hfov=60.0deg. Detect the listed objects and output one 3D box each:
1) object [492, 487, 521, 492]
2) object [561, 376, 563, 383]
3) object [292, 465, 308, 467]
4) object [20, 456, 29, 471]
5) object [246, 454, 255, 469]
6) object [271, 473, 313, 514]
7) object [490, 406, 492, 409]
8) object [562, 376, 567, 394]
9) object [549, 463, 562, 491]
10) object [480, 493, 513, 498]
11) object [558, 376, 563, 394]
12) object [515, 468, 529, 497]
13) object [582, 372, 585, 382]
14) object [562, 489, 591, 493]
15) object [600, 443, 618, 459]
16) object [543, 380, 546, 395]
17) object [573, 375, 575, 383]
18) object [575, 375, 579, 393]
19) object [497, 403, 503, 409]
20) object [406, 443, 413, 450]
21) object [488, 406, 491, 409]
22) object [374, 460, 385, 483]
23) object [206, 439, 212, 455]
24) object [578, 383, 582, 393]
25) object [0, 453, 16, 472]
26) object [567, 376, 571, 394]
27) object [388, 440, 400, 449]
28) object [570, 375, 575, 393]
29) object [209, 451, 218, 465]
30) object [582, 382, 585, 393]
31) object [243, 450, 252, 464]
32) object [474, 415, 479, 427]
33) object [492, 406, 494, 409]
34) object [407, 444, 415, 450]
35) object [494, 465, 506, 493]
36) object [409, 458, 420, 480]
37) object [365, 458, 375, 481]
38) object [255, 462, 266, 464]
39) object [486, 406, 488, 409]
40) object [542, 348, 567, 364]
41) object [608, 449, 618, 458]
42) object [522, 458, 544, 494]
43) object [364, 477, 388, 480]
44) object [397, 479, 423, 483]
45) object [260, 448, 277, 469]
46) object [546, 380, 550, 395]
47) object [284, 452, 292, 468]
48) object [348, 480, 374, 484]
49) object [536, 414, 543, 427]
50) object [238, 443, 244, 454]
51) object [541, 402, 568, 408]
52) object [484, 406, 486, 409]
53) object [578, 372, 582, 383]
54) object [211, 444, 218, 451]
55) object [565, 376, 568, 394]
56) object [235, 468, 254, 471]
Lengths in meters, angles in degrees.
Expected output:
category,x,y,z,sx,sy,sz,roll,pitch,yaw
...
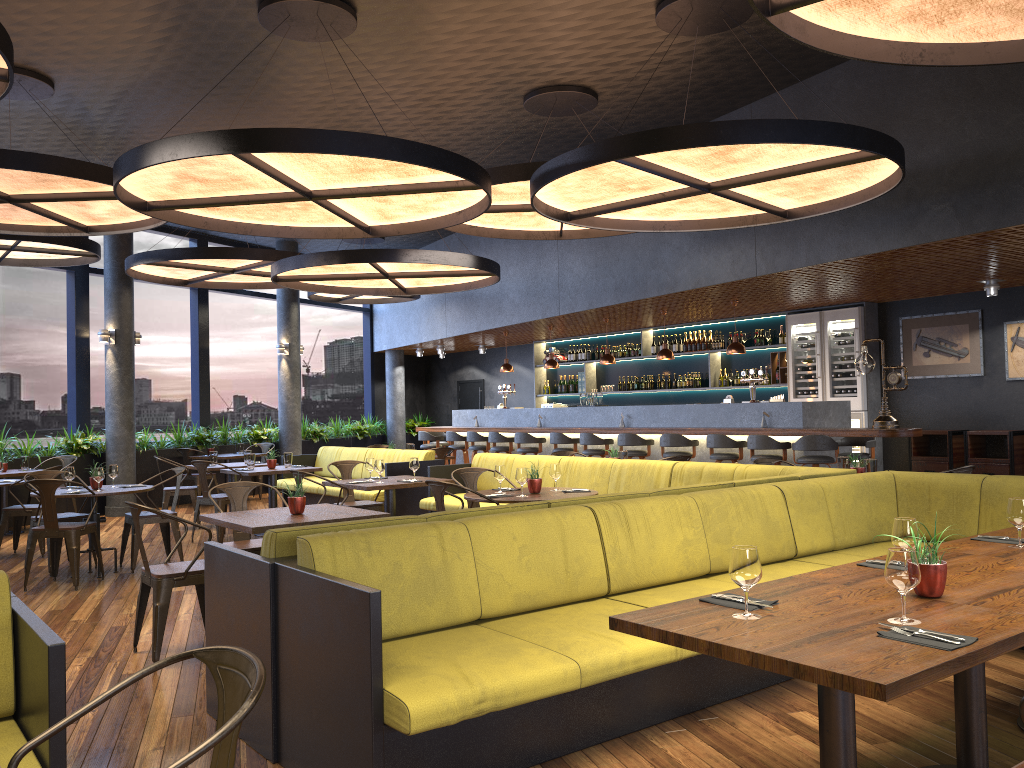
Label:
category,x,y,z,sx,sy,sz,roll,pitch,yaw
object,-0.033,0.821,6.928,0.157,0.019,0.255,0,-2,-31
object,0.947,0.019,16.861,0.094,0.340,0.094,-1,-2,-2
object,-2.547,0.982,10.604,0.157,0.019,0.255,0,-2,-38
object,-6.110,1.001,11.124,0.102,0.178,0.102,-3,-2,45
object,-3.062,0.908,10.400,0.102,0.178,0.102,0,-2,-32
object,-1.373,0.687,5.622,0.260,0.271,0.238,-1,-2,-2
object,-0.385,0.435,16.351,0.042,0.059,0.042,0,-2,-40
object,0.991,0.013,16.665,0.094,0.340,0.094,-1,-2,-23
object,0.335,0.715,6.810,0.097,0.206,0.097,-1,-2,4
object,-0.094,0.809,6.457,0.255,0.019,0.157,0,-2,-35
object,0.921,0.016,16.735,0.094,0.340,0.094,-1,-2,-15
object,0.072,0.710,6.417,0.097,0.206,0.097,-1,-2,1
object,1.339,-0.125,16.242,0.080,0.192,0.098,0,-2,-37
object,0.462,0.803,6.686,0.255,0.019,0.157,-1,-2,-5
object,1.058,0.729,9.137,0.238,0.271,0.260,-1,-2,-16
object,0.642,0.068,17.233,0.079,0.281,0.079,-1,-2,-19
object,1.150,0.008,16.630,0.094,0.340,0.094,0,-2,-28
object,1.223,0.004,16.549,0.094,0.340,0.094,-1,-2,-15
object,-0.002,0.412,16.699,0.766,0.106,0.200,0,-2,-37
object,-1.445,0.931,12.544,0.102,0.178,0.102,-1,-2,-2
object,-0.414,0.434,16.308,0.042,0.059,0.042,0,-2,-40
object,-1.188,0.784,7.963,0.097,0.206,0.097,0,-2,-37
object,-4.923,1.021,14.461,0.260,0.271,0.238,0,-2,-36
object,1.283,0.071,16.317,0.080,0.192,0.098,0,-2,-37
object,-6.331,0.957,11.044,0.260,0.271,0.238,-1,-2,-21
object,1.090,0.011,16.707,0.094,0.340,0.094,-1,-2,-15
object,-1.653,0.878,12.135,0.238,0.271,0.260,0,-2,-32
object,1.128,0.005,16.504,0.094,0.340,0.094,-1,-2,2
object,-3.845,0.956,11.427,0.102,0.178,0.102,-2,-2,28
object,1.344,0.067,16.237,0.080,0.192,0.098,0,-2,-37
object,-3.427,0.948,11.496,0.102,0.178,0.102,-2,-2,28
object,-0.624,0.641,15.383,0.114,0.203,0.069,-2,-2,10
object,-0.345,0.435,16.380,0.042,0.059,0.042,0,-2,-40
object,-1.376,0.917,12.125,0.102,0.178,0.102,-3,-2,38
object,-0.090,0.724,6.766,0.097,0.206,0.097,-1,-2,-13
object,-0.900,0.783,8.174,0.097,0.206,0.097,-3,-2,44
object,-1.322,0.796,8.278,0.097,0.206,0.097,-3,-2,44
object,-3.330,1.029,11.631,0.157,0.019,0.255,0,-2,-38
object,-0.456,0.435,16.289,0.042,0.059,0.042,0,-2,-40
object,0.809,-0.541,16.996,0.229,0.319,0.579,0,-2,-37
object,1.066,0.781,9.360,0.102,0.178,0.102,-1,-2,-2
object,0.172,0.679,6.624,0.238,0.271,0.260,-1,-2,-16
object,-1.283,0.894,8.446,0.157,0.019,0.255,0,-2,-37
object,-0.934,0.873,8.001,0.157,0.019,0.255,0,-2,-37
object,-2.812,0.856,10.412,0.238,0.271,0.260,-1,-2,1
object,0.699,0.065,17.163,0.079,0.281,0.079,0,-2,-34
object,-2.643,0.900,10.470,0.102,0.178,0.102,-2,-2,18
object,-1.357,0.883,7.997,0.255,0.019,0.157,0,-2,-37
object,0.439,0.577,14.011,0.114,0.203,0.069,-2,-2,13
object,-4.407,1.054,14.424,0.102,0.178,0.102,-3,-2,45
object,0.744,0.634,16.811,0.550,0.569,0.355,0,-2,-37
object,-0.494,0.435,16.261,0.042,0.059,0.042,0,-2,-40
object,1.280,-0.121,16.323,0.080,0.192,0.098,0,-2,-37
object,-4.763,1.056,14.193,0.102,0.178,0.102,-2,-2,35
object,1.016,0.015,16.780,0.094,0.340,0.094,0,-2,-31
object,-3.094,0.984,10.227,0.157,0.019,0.255,0,-2,-38
